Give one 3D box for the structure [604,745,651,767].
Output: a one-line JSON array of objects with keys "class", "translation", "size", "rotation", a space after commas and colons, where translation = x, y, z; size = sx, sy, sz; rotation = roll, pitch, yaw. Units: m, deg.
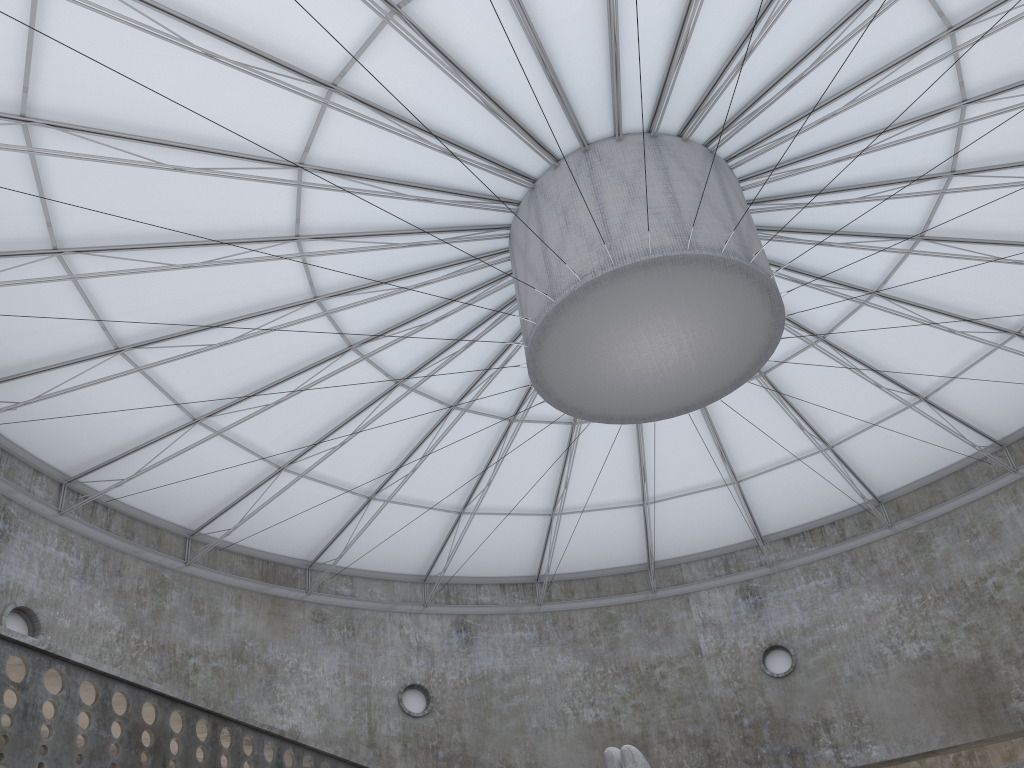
[{"class": "structure", "translation": [7.301, 8.474, 15.567], "size": [10.748, 5.553, 16.029], "rotation": [7, -38, -19]}]
